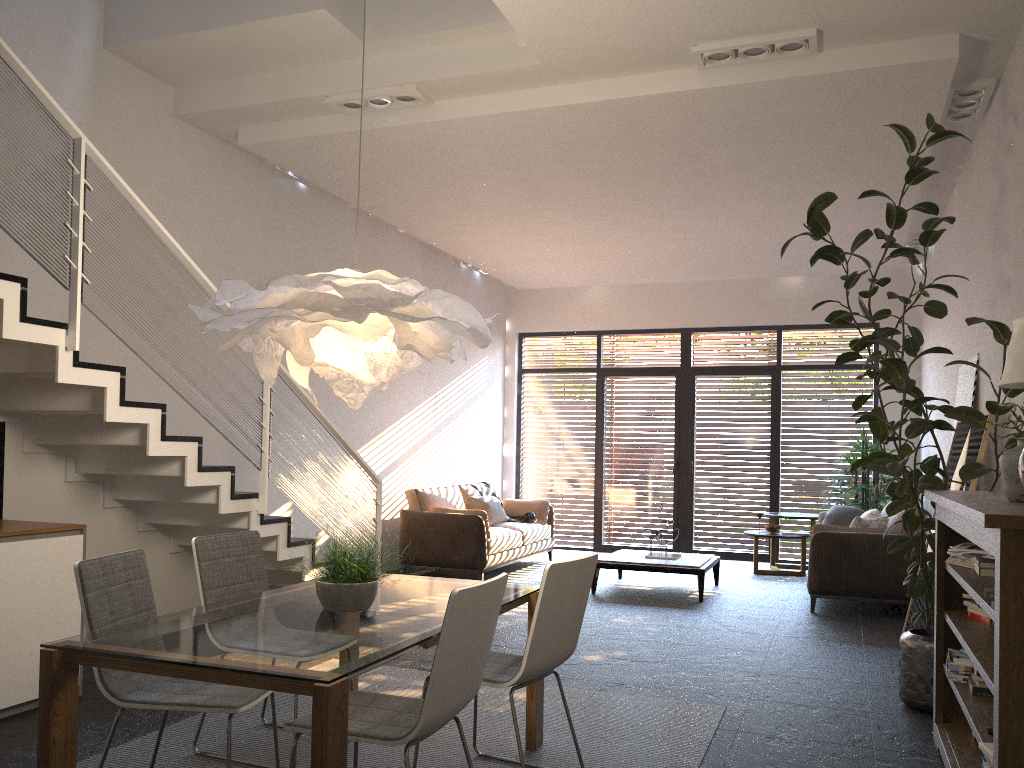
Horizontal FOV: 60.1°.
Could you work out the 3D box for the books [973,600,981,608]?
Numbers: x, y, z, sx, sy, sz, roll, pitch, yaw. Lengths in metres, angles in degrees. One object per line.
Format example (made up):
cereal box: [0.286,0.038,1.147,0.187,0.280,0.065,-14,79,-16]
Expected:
books: [2.136,0.968,3.918,0.162,0.023,0.232,0,-4,21]

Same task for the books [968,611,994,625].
books: [2.139,1.031,3.901,0.158,0.021,0.224,1,-4,5]

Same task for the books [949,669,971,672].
books: [2.030,1.232,3.877,0.218,0.008,0.289,-1,-5,24]

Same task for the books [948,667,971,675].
books: [2.035,1.243,3.880,0.218,0.008,0.289,-1,-5,26]

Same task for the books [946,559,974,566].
books: [2.119,0.790,3.875,0.252,0.011,0.319,2,-4,-10]

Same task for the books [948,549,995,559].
books: [2.137,0.750,3.900,0.252,0.011,0.319,2,-4,-8]

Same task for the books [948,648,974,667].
books: [2.032,1.201,3.872,0.218,0.013,0.305,-1,-5,25]

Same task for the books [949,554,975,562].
books: [2.128,0.771,3.901,0.252,0.011,0.319,1,-4,2]

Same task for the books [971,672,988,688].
books: [2.012,1.215,3.610,0.227,0.024,0.167,0,-4,19]

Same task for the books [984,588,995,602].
books: [-0.538,-2.810,1.503,5.397,6.700,0.360,2,-2,-29]

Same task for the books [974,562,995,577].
books: [2.033,0.775,3.685,0.179,0.034,0.243,-1,-5,23]

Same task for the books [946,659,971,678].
books: [2.028,1.254,3.883,0.218,0.013,0.305,-1,-5,25]

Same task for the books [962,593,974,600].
books: [2.134,0.945,3.912,0.147,0.023,0.221,3,-5,-28]

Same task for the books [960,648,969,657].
books: [2.090,1.187,3.836,0.175,0.023,0.250,1,-4,1]

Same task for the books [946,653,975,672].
books: [2.027,1.224,3.875,0.218,0.008,0.305,-1,-5,24]

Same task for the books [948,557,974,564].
books: [2.122,0.778,3.857,0.252,0.011,0.319,2,-4,-13]

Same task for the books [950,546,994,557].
books: [2.142,0.740,3.908,0.252,0.011,0.319,1,-4,-3]

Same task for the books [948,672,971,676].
books: [2.034,1.248,3.880,0.218,0.008,0.289,-1,-5,26]

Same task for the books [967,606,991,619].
books: [2.133,1.009,3.903,0.155,0.022,0.205,1,-4,0]

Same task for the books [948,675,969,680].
books: [2.028,1.261,3.881,0.218,0.008,0.305,-1,-5,25]

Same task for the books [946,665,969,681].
books: [2.029,1.269,3.883,0.218,0.007,0.305,-1,-5,25]

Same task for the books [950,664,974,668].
books: [2.033,1.210,3.873,0.218,0.008,0.305,-1,-5,25]

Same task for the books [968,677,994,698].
books: [2.002,1.244,3.606,0.243,0.034,0.180,-1,-4,23]

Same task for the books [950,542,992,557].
books: [2.122,0.721,3.830,0.273,0.109,0.322,4,-5,-34]

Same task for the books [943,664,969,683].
books: [2.028,1.276,3.881,0.218,0.008,0.305,0,-4,20]

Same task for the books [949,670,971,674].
books: [2.032,1.236,3.872,0.218,0.006,0.305,-1,-5,25]

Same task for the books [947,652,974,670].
books: [2.029,1.217,3.874,0.218,0.008,0.305,-1,-5,24]

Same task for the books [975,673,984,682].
books: [2.017,1.191,3.596,0.243,0.024,0.175,-1,-5,27]

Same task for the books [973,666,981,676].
books: [2.006,1.164,3.596,0.225,0.029,0.179,-1,-4,23]

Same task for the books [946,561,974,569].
books: [2.116,0.801,3.885,0.252,0.011,0.319,2,-4,-6]

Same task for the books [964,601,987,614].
books: [2.135,0.989,3.909,0.174,0.019,0.244,1,-4,5]

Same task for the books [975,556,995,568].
books: [2.032,0.747,3.695,0.166,0.024,0.228,-1,-5,24]

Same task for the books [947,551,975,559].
books: [2.125,0.759,3.886,0.252,0.011,0.319,2,-4,-8]

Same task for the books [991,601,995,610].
books: [1.609,0.690,2.659,0.230,0.034,0.286,0,-4,13]

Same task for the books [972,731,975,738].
books: [2.135,1.449,3.915,0.171,0.235,0.108,0,-2,20]
